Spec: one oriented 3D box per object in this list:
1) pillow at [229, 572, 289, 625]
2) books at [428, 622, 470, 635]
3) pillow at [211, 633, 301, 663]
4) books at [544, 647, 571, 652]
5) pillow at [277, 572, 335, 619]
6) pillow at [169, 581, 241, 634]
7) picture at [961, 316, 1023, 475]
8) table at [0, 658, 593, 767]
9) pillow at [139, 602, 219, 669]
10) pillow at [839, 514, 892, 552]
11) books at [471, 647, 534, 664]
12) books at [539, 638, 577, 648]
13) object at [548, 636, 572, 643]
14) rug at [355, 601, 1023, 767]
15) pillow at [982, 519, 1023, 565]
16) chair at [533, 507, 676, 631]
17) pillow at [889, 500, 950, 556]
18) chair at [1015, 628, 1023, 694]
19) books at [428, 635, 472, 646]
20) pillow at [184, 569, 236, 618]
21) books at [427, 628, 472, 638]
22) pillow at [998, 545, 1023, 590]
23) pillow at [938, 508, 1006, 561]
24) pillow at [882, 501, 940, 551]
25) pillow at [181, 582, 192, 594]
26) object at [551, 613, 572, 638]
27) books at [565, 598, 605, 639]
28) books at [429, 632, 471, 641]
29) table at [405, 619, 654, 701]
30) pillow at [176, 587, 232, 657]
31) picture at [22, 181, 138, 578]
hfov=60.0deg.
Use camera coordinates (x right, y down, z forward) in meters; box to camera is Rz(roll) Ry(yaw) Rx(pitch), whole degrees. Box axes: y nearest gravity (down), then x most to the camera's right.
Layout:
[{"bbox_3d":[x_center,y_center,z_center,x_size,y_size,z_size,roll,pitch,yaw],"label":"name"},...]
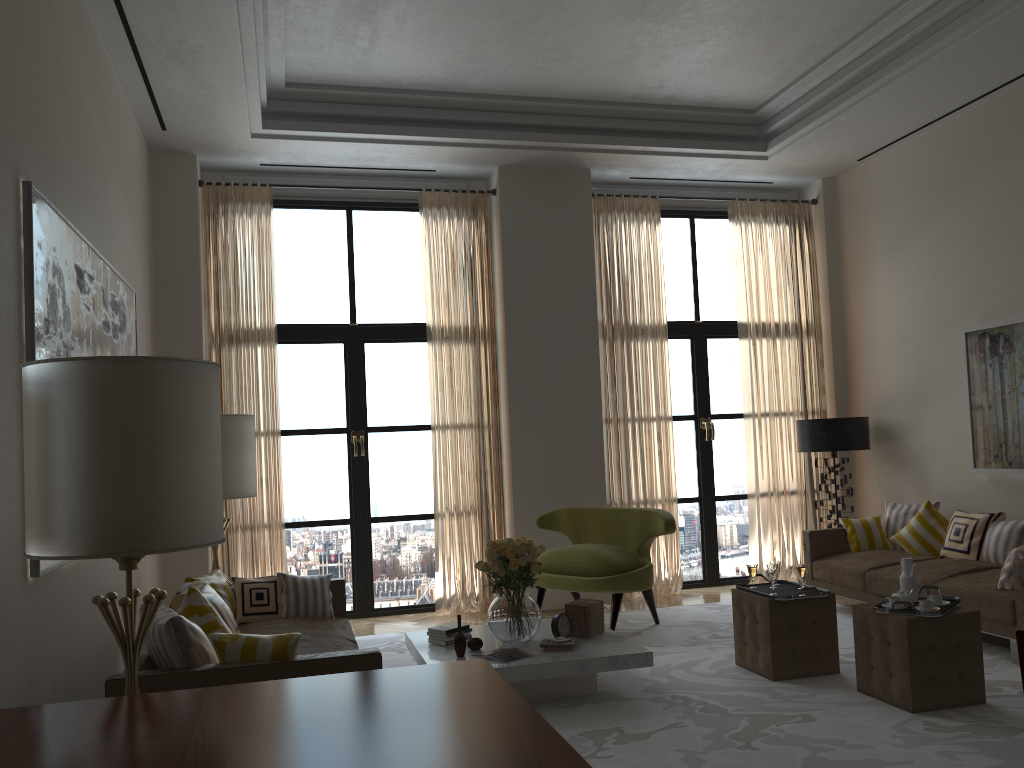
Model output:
[{"bbox_3d":[-1.999,1.727,7.032,0.464,0.411,0.304,-2,-3,-16],"label":"pillow"},{"bbox_3d":[-0.497,1.918,6.958,0.207,0.030,0.260,-6,-6,42],"label":"books"},{"bbox_3d":[-1.333,1.505,4.675,0.482,0.432,0.318,-2,-3,-5],"label":"pillow"},{"bbox_3d":[0.335,1.950,6.589,0.197,0.024,0.256,-3,-4,3],"label":"books"},{"bbox_3d":[-1.636,1.712,7.089,0.498,0.427,0.327,-1,-4,-27],"label":"pillow"},{"bbox_3d":[-1.943,1.565,5.670,0.403,0.546,0.618,-2,-3,-11],"label":"pillow"},{"bbox_3d":[4.950,0.075,7.920,0.080,1.478,2.270,-2,-4,-16],"label":"picture"},{"bbox_3d":[-0.485,1.463,1.417,1.800,1.025,3.807,-2,-4,-15],"label":"table"},{"bbox_3d":[-1.756,1.465,4.723,0.355,0.575,0.624,0,-4,-36],"label":"pillow"},{"bbox_3d":[3.809,1.628,9.511,0.482,0.432,0.318,-2,-3,-5],"label":"pillow"},{"bbox_3d":[-0.066,1.948,6.407,0.281,0.038,0.384,1,-6,-42],"label":"books"},{"bbox_3d":[0.345,1.925,6.593,0.255,0.026,0.202,-3,-4,10],"label":"books"},{"bbox_3d":[0.354,1.905,6.603,0.139,0.019,0.137,0,-5,-30],"label":"object"},{"bbox_3d":[1.394,2.237,6.782,5.516,0.065,5.741,-1,-4,-14],"label":"rug"},{"bbox_3d":[4.571,1.521,8.163,0.371,0.565,0.661,-1,-4,-19],"label":"pillow"},{"bbox_3d":[0.786,1.879,8.913,1.793,1.212,1.029,-6,-5,43],"label":"chair"},{"bbox_3d":[4.249,1.498,9.065,0.768,0.616,0.355,-5,-3,29],"label":"pillow"},{"bbox_3d":[0.655,1.140,1.078,0.877,1.503,0.657,-2,-3,-15],"label":"chair"},{"bbox_3d":[-0.488,2.001,6.963,0.207,0.035,0.280,-6,-6,42],"label":"books"},{"bbox_3d":[-2.301,1.696,6.864,0.296,0.475,0.516,-3,-3,7],"label":"pillow"},{"bbox_3d":[-0.492,1.946,6.966,0.230,0.024,0.280,-6,-5,40],"label":"books"},{"bbox_3d":[4.114,1.458,7.095,0.498,0.427,0.327,-1,-4,-27],"label":"pillow"},{"bbox_3d":[4.416,1.490,8.519,0.403,0.546,0.618,-2,-3,-11],"label":"pillow"},{"bbox_3d":[4.227,1.544,9.468,0.355,0.575,0.624,0,-4,-36],"label":"pillow"},{"bbox_3d":[-2.092,1.661,6.020,0.371,0.565,0.661,-1,-4,-19],"label":"pillow"},{"bbox_3d":[0.383,1.874,6.849,0.082,0.209,0.205,-5,-4,36],"label":"object"},{"bbox_3d":[0.575,1.850,7.008,0.211,0.264,0.282,-5,-4,36],"label":"books"},{"bbox_3d":[-0.490,1.970,6.952,0.207,0.024,0.262,-6,-5,38],"label":"books"},{"bbox_3d":[0.066,2.165,6.867,1.583,0.343,1.503,-1,-4,-14],"label":"table"},{"bbox_3d":[-1.779,1.479,5.128,0.768,0.616,0.355,-5,-3,29],"label":"pillow"},{"bbox_3d":[-2.778,0.089,5.932,0.045,1.996,3.066,-2,-4,-14],"label":"picture"}]
